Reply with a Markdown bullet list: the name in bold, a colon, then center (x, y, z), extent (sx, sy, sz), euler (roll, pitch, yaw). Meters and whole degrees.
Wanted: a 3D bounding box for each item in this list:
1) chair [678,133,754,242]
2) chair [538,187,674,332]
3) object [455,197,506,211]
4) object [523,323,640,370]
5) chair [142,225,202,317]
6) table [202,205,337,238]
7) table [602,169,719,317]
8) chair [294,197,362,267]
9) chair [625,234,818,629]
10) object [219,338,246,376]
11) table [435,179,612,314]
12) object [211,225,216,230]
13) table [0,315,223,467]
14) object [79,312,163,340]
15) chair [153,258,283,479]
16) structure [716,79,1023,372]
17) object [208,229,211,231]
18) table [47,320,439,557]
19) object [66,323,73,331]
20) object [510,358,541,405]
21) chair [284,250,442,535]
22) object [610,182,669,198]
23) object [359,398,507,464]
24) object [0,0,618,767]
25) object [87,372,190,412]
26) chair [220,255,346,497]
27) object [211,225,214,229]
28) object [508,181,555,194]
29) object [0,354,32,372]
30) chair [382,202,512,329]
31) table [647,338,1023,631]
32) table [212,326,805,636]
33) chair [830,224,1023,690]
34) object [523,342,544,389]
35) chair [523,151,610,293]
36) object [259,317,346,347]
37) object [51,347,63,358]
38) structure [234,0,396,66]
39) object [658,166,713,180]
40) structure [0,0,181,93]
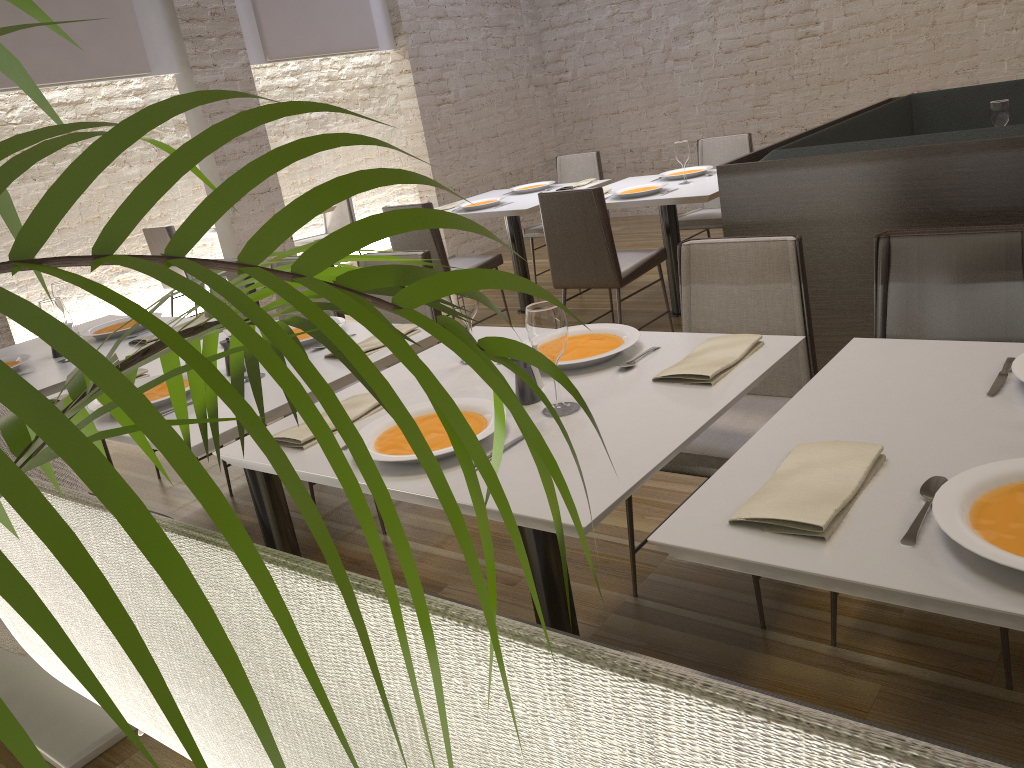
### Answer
- **chair**: center (1.290, -1.075, 5.603), extent (0.412, 0.896, 0.571), euler (3, 21, 39)
- **chair**: center (0.498, -0.613, 4.646), extent (0.412, 0.896, 0.571), euler (3, 21, 39)
- **object**: center (-0.193, -1.118, 5.527), extent (0.321, 0.036, 0.325), euler (-11, 18, -3)
- **object**: center (0.160, -0.086, 2.202), extent (0.322, 0.036, 0.325), euler (-14, 18, -11)
- **chair**: center (-2.479, -0.858, 7.045), extent (0.412, 0.896, 0.571), euler (3, 21, 39)
- **table**: center (-2.081, -1.017, 7.539), extent (1.012, 0.752, 0.945), euler (4, 22, 39)
- **table**: center (0.927, -0.771, 5.119), extent (1.012, 0.752, 0.945), euler (4, 22, 39)
- **chair**: center (-1.687, -1.319, 8.003), extent (0.412, 0.896, 0.571), euler (3, 21, 39)
- **chair**: center (0.577, 0.096, 2.455), extent (0.412, 0.896, 0.571), euler (3, 21, 39)
- **object**: center (-0.831, -0.086, 2.628), extent (0.059, 0.108, 0.060), euler (-14, 17, -13)
- **table**: center (0.040, -0.844, 5.834), extent (1.012, 0.752, 0.945), euler (4, 22, 39)
- **object**: center (-2.314, -1.291, 7.232), extent (0.322, 0.036, 0.324), euler (-15, 18, -13)
- **table**: center (-1.679, 0.234, 3.524), extent (1.012, 0.752, 0.945), euler (4, 22, 39)
- **object**: center (-1.586, -0.229, 3.609), extent (0.322, 0.036, 0.325), euler (-14, 18, -11)
- **chair**: center (-1.406, -0.067, 4.053), extent (0.412, 0.896, 0.571), euler (3, 21, 39)
- **structure**: center (5.803, -0.503, 1.203), extent (10.759, 0.990, 2.396), euler (5, 23, 39)
- **object**: center (-2.452, -1.294, 7.342), extent (0.038, 0.015, 0.183), euler (5, 23, 40)
- **table**: center (-0.792, 0.307, 2.809), extent (1.012, 0.752, 0.945), euler (4, 22, 39)
- **object**: center (-1.711, -0.186, 3.423), extent (0.059, 0.108, 0.060), euler (-14, 17, -13)
- **object**: center (0.028, -0.015, 1.936), extent (0.059, 0.108, 0.060), euler (-14, 17, -13)
- **chair**: center (-0.520, 0.006, 3.339), extent (0.412, 0.896, 0.571), euler (3, 21, 39)
- **object**: center (0.694, -1.045, 4.812), extent (0.321, 0.036, 0.325), euler (-11, 18, -3)
- **object**: center (-0.166, 0.103, 1.811), extent (0.322, 0.036, 0.325), euler (-14, 18, -11)
- **object**: center (-0.425, 0.398, 0.419), extent (1.190, 1.953, 1.156), euler (-13, 17, -8)
- **object**: center (-1.024, 0.033, 2.503), extent (0.322, 0.036, 0.325), euler (-14, 18, -11)
- **chair**: center (-0.956, -0.030, 3.690), extent (0.412, 0.896, 0.571), euler (3, 21, 39)
- **object**: center (-2.568, -1.313, 7.461), extent (0.143, 0.032, 0.275), euler (4, 23, 38)
- **object**: center (0.133, -1.307, 5.918), extent (0.321, 0.036, 0.325), euler (-11, 18, -3)
- **object**: center (-1.912, -0.040, 3.218), extent (0.322, 0.036, 0.325), euler (-14, 18, -11)
- **chair**: center (-0.385, -0.686, 5.358), extent (0.412, 0.896, 0.571), euler (3, 21, 39)
- **table**: center (0.937, 0.449, 1.416), extent (1.012, 0.752, 0.945), euler (4, 22, 39)
- **table**: center (0.067, 0.377, 2.118), extent (1.012, 0.752, 0.945), euler (4, 22, 39)
- **chair**: center (1.010, 0.131, 2.105), extent (0.412, 0.896, 0.571), euler (3, 21, 39)
- **object**: center (0.035, -0.043, 2.016), extent (0.059, 0.108, 0.060), euler (-14, 17, -13)
- **chair**: center (0.407, -1.147, 6.315), extent (0.412, 0.896, 0.571), euler (3, 21, 39)
- **object**: center (-0.698, -0.156, 2.894), extent (0.322, 0.036, 0.325), euler (-14, 18, -11)
- **object**: center (-1.718, -0.158, 3.343), extent (0.059, 0.108, 0.060), euler (-14, 17, -13)
- **structure**: center (-1.638, -3.382, 6.817), extent (0.098, 1.656, 1.650), euler (3, 21, 39)
- **object**: center (1.020, -1.234, 5.203), extent (0.321, 0.036, 0.325), euler (-11, 18, -3)
- **structure**: center (-2.917, -2.637, 5.270), extent (0.098, 1.656, 1.650), euler (3, 21, 39)
